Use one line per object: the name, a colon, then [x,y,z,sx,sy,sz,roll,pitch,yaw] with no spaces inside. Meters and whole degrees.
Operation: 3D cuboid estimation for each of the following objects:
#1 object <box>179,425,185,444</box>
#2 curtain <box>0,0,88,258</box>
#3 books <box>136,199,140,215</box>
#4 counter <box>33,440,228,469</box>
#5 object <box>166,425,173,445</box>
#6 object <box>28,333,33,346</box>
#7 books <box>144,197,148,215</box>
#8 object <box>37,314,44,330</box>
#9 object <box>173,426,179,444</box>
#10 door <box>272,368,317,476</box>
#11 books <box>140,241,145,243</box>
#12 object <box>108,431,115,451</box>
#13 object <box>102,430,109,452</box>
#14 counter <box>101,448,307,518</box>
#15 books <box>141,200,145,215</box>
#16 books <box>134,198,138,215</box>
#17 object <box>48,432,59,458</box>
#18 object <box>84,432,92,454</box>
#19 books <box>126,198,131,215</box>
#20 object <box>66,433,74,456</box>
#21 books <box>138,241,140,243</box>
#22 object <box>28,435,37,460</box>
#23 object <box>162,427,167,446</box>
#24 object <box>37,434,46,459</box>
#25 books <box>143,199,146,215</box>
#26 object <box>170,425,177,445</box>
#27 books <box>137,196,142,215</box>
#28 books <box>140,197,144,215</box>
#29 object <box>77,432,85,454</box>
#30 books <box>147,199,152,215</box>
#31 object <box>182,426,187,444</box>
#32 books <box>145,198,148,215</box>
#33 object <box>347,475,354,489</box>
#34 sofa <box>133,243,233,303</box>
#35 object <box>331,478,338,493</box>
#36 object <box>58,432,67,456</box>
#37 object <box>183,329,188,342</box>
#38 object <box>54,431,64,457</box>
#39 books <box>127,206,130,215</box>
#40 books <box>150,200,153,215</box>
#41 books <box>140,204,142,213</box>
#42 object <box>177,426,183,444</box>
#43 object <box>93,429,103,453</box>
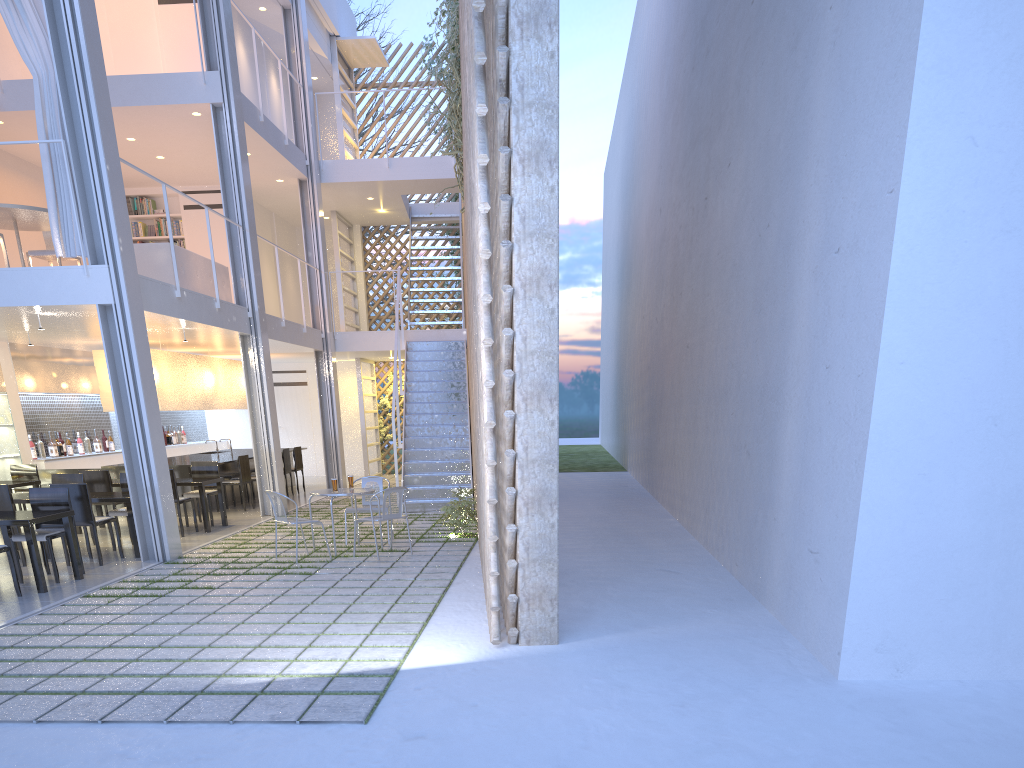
object: [-3.483,0.529,8.653,0.045,0.219,0.043,15,24,42]
curtain: [-2.257,-1.847,3.566,0.516,2.613,0.087,-1,18,0]
books: [-3.267,-1.541,7.227,0.015,0.136,0.081,0,13,3]
counter: [-3.515,0.844,7.952,0.233,0.461,3.414,0,-1,3]
object: [-3.502,0.523,8.394,0.046,0.220,0.041,0,17,3]
object: [-3.074,-0.286,5.240,0.029,0.085,0.026,3,17,14]
books: [-3.197,-1.552,7.220,0.009,0.157,0.082,0,14,3]
object: [-2.451,-0.323,4.269,0.029,0.085,0.026,3,17,14]
object: [-3.496,0.535,8.546,0.044,0.201,0.043,-15,22,-38]
door: [-3.249,0.408,7.018,0.477,1.258,5.198,4,1,16]
books: [-3.281,-1.188,7.343,0.011,0.156,0.078,0,14,3]
object: [-3.561,0.508,7.303,0.041,0.196,0.038,-9,19,-25]
object: [-3.580,0.500,7.237,0.044,0.209,0.041,-3,17,-5]
counter: [-2.563,0.831,7.309,0.815,0.399,2.365,-1,-1,3]
books: [-3.217,-1.539,7.227,0.018,0.131,0.078,0,13,3]
books: [-3.287,-1.549,7.230,0.027,0.154,0.072,0,14,3]
object: [-3.667,0.403,5.523,0.047,0.308,1.873,0,-1,4]
object: [-3.592,0.497,6.961,0.043,0.201,0.043,-15,22,-37]
books: [-3.354,-1.548,7.232,0.025,0.157,0.076,0,14,3]
object: [-3.672,0.402,5.539,0.058,0.312,2.281,0,-1,4]
books: [-3.300,-1.188,7.342,0.009,0.157,0.082,0,14,3]
object: [-2.917,0.102,5.247,1.673,0.882,1.726,-1,3,1]
object: [-3.494,0.524,8.254,0.044,0.209,0.041,-3,17,-5]
object: [-3.698,0.402,5.462,0.046,0.308,1.757,0,-1,5]
books: [-3.204,-1.543,7.220,0.005,0.139,0.087,0,12,3]
object: [-3.501,0.526,8.476,0.046,0.219,0.042,0,17,5]
books: [-3.252,-1.554,7.223,0.015,0.165,0.079,0,14,3]
books: [-3.232,-1.549,7.223,0.010,0.152,0.081,0,14,3]
object: [-3.592,0.493,6.843,0.044,0.201,0.039,0,17,4]
books: [-3.160,-1.544,7.218,0.015,0.139,0.087,0,12,3]
object: [-3.478,0.538,8.715,0.043,0.201,0.039,4,18,15]
books: [-3.187,-1.547,7.218,0.008,0.145,0.087,0,13,3]
object: [-0.889,0.540,4.539,0.030,0.083,0.030,-15,21,-40]
sofa: [-2.374,-0.685,5.718,0.500,0.394,0.923,-1,2,3]
object: [-0.939,0.537,4.362,0.030,0.083,0.030,-15,21,-40]
object: [-3.691,0.406,5.611,0.067,0.307,2.013,0,-1,4]
object: [-2.062,-0.307,5.182,0.029,0.085,0.026,3,17,14]
object: [-3.664,0.404,5.567,0.106,0.307,1.946,1,-1,5]
books: [-3.369,-1.540,7.230,0.007,0.139,0.088,0,12,3]
books: [-3.149,-1.541,7.221,0.006,0.131,0.082,0,12,3]
books: [-3.240,-1.538,7.231,0.006,0.129,0.074,0,13,3]
object: [-3.478,0.536,8.597,0.046,0.201,0.041,0,17,3]
object: [-3.570,0.491,7.077,0.046,0.219,0.042,0,17,5]
